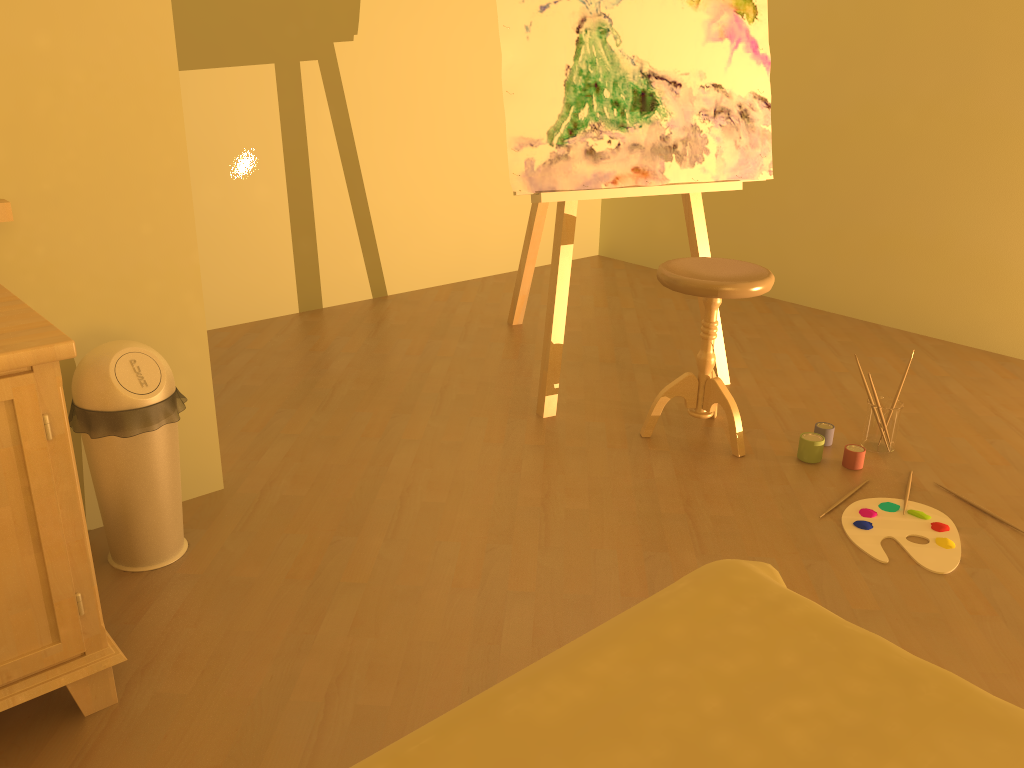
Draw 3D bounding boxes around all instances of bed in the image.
[{"bbox_3d":[0.680,0.671,0.322,1.286,0.894,2.378,-17,27,-39],"label":"bed"}]

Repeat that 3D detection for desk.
[{"bbox_3d":[-1.446,0.328,1.337,1.396,0.720,0.684,-17,27,-39],"label":"desk"}]

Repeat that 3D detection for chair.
[{"bbox_3d":[0.612,-0.088,2.771,0.348,0.551,0.364,-11,24,-28],"label":"chair"}]

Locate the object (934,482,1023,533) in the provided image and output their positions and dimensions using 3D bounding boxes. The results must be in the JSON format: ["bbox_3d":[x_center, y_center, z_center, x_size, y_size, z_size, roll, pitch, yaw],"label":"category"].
[{"bbox_3d":[1.290,0.340,2.447,0.010,0.010,0.325,-7,23,-20],"label":"object"}]

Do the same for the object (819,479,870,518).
[{"bbox_3d":[0.936,0.317,2.487,0.010,0.010,0.325,20,28,40],"label":"object"}]

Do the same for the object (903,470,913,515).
[{"bbox_3d":[1.126,0.305,2.523,0.010,0.015,0.325,11,23,24],"label":"object"}]

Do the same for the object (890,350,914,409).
[{"bbox_3d":[1.201,0.046,2.775,0.069,0.319,0.010,-4,22,-14],"label":"object"}]

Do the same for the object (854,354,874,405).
[{"bbox_3d":[1.128,0.059,2.779,0.159,0.286,0.010,20,28,40],"label":"object"}]

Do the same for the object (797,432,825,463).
[{"bbox_3d":[0.914,0.195,2.713,0.073,0.073,0.073,-14,26,-35],"label":"object"}]

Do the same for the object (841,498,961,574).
[{"bbox_3d":[1.017,0.380,2.324,0.288,0.014,0.366,9,22,19],"label":"object"}]

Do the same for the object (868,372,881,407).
[{"bbox_3d":[1.134,0.080,2.734,0.172,0.278,0.010,-10,24,-28],"label":"object"}]

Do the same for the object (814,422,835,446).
[{"bbox_3d":[0.994,0.160,2.829,0.060,0.060,0.060,14,25,30],"label":"object"}]

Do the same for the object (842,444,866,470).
[{"bbox_3d":[1.030,0.221,2.673,0.060,0.060,0.060,13,24,28],"label":"object"}]

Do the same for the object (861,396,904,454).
[{"bbox_3d":[1.158,0.130,2.781,0.106,0.157,0.106,9,22,18],"label":"object"}]

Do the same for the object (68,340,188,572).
[{"bbox_3d":[-0.880,0.157,2.068,0.248,0.535,0.255,-1,21,-7],"label":"object"}]

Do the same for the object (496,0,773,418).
[{"bbox_3d":[0.245,-0.868,3.068,1.132,1.896,0.972,13,24,28],"label":"object"}]
